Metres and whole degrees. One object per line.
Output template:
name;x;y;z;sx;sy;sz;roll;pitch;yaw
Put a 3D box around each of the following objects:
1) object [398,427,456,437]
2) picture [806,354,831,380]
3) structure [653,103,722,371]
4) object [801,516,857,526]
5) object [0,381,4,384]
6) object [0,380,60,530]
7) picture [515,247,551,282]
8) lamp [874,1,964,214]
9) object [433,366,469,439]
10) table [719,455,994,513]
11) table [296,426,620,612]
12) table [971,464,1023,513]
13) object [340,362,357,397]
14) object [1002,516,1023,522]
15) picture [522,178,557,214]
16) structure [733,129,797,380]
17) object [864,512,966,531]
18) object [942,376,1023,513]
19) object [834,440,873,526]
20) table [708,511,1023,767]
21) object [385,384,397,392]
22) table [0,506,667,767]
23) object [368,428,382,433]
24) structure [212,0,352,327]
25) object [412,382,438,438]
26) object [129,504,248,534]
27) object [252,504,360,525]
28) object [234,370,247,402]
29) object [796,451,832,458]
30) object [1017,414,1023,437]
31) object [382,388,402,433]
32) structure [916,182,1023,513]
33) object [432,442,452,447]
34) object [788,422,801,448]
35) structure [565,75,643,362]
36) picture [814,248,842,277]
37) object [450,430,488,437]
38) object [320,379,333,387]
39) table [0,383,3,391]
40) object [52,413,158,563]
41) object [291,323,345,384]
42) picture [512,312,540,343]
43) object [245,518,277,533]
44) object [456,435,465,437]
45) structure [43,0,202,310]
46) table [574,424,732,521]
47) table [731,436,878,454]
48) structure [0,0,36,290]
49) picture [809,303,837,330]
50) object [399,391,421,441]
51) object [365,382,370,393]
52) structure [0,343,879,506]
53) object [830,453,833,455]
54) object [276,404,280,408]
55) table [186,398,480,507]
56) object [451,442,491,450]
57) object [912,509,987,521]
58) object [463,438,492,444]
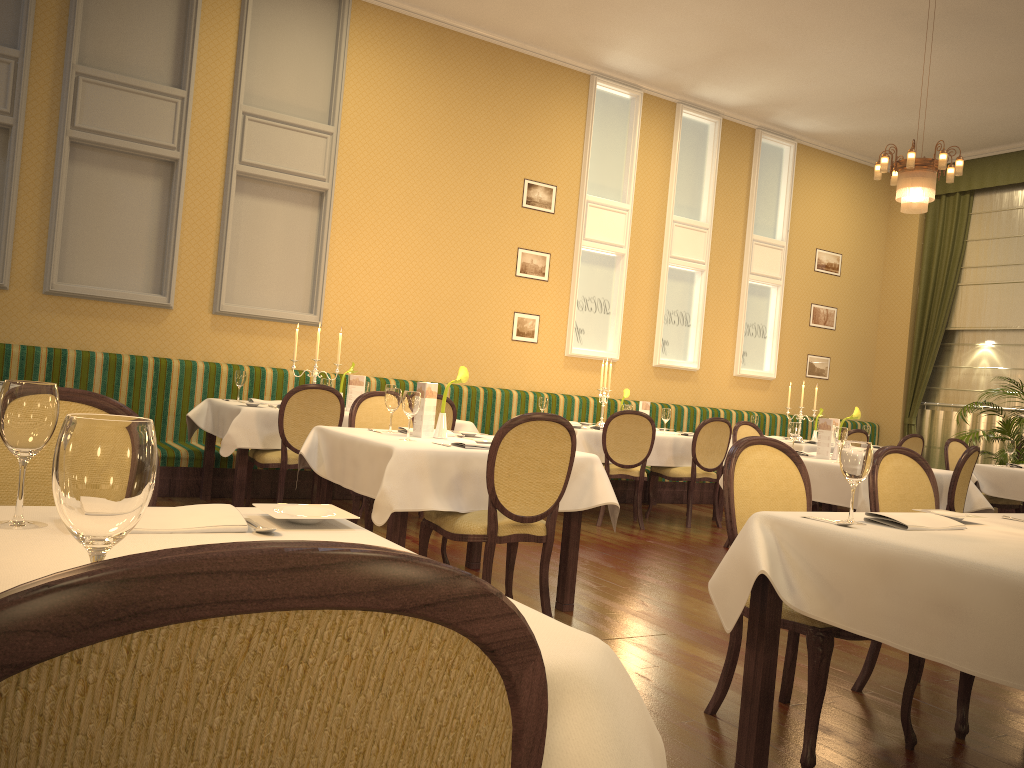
object;-0.450;0.254;4.685;0.273;0.033;0.142;5;0;-31
picture;3.948;-0.217;11.432;0.437;0.294;0.008;5;0;-31
structure;1.992;-1.660;10.186;0.661;2.985;0.200;5;0;-31
object;0.867;0.373;2.434;0.038;0.015;0.181;5;0;-30
object;-3.303;-0.002;5.818;0.160;0.024;0.160;5;0;-31
object;-0.774;0.110;1.408;0.088;0.229;0.088;5;0;17
picture;0.219;-1.224;9.107;0.401;0.294;0.008;5;0;-31
lamp;3.207;-2.236;6.897;0.593;1.796;0.593;5;0;-34
object;-0.309;0.092;4.454;0.163;0.375;0.076;5;0;35
table;2.276;0.901;5.998;1.395;0.759;1.389;5;0;-30
table;-0.307;0.657;4.411;1.395;0.759;1.389;5;0;-30
table;4.567;1.118;7.406;1.395;0.759;1.389;5;0;-30
object;-1.280;0.012;6.830;0.076;0.375;0.163;5;0;40
object;1.713;0.455;2.932;0.017;0.010;0.185;5;0;-30
picture;0.283;-1.926;9.110;0.401;0.294;0.008;5;0;-31
structure;3.070;-1.558;10.848;0.670;2.985;0.200;5;0;-31
object;1.157;0.394;2.543;0.273;0.033;0.142;5;0;-31
object;5.590;0.705;9.581;1.496;1.807;1.552;5;0;39
object;0.955;0.274;2.476;0.088;0.229;0.088;5;0;17
table;1.701;0.835;2.543;2.152;0.759;1.385;5;0;-31
object;-0.899;0.119;6.522;0.088;0.229;0.088;5;0;17
table;-0.863;0.592;0.968;2.152;0.759;1.385;5;0;-31
object;-0.698;0.239;4.537;0.017;0.010;0.185;5;0;-30
structure;-1.984;-2.095;7.740;0.956;3.103;0.200;5;0;-31
object;-0.451;0.130;4.470;0.081;0.277;0.166;5;0;15
object;-0.603;0.228;1.505;0.273;0.033;0.142;5;0;-31
object;-0.390;0.250;1.671;0.160;0.024;0.160;5;0;-31
object;-2.022;0.016;6.583;0.088;0.229;0.088;5;0;17
object;2.133;0.498;6.272;0.273;0.033;0.142;5;0;-31
object;1.596;0.123;2.422;0.390;0.655;0.131;5;0;3
object;-0.621;0.137;4.588;0.088;0.229;0.088;5;0;17
structure;5.838;-0.635;10.906;0.123;4.511;1.942;5;0;-31
object;-0.324;0.272;4.033;0.017;0.010;0.185;5;0;-31
object;1.962;0.381;6.175;0.088;0.229;0.088;5;0;11
structure;0.976;-1.756;9.562;0.687;2.985;0.200;5;0;-31
picture;4.084;-1.567;11.445;0.504;0.294;0.008;5;0;-31
object;-0.237;0.277;4.851;0.160;0.024;0.160;5;0;-31
object;-1.321;0.079;6.274;0.088;0.229;0.088;5;0;17
table;-3.775;0.340;5.114;2.152;0.759;1.385;5;0;-31
object;-0.379;0.144;0.814;0.088;0.229;0.088;5;0;17
object;-1.468;-0.143;6.637;0.390;0.655;0.131;5;0;-12
picture;0.143;-0.577;9.095;0.313;0.294;0.008;5;0;-31
object;-0.454;0.248;1.579;0.038;0.015;0.181;5;0;-30
object;-0.301;0.275;4.759;0.038;0.015;0.181;5;0;-30
structure;-3.064;-2.197;7.076;0.956;3.103;0.200;5;0;-31
table;1.021;0.794;8.061;2.152;0.759;1.385;5;0;-31
table;3.313;1.010;9.470;2.152;0.759;1.385;5;0;-31
structure;-4.069;-2.292;6.459;0.956;3.103;0.200;5;0;-31
picture;4.019;-0.865;11.442;0.504;0.294;0.008;5;0;-31
object;-0.474;0.149;4.120;0.088;0.229;0.088;5;0;17
object;-1.187;0.094;7.090;0.088;0.229;0.088;5;0;17
structure;-1.175;0.460;7.879;14.516;1.031;0.850;5;0;-31
object;2.345;0.521;6.438;0.160;0.024;0.160;5;0;-31
object;-1.480;0.165;6.156;0.273;0.033;0.142;5;0;-31
table;-1.276;0.577;6.650;2.152;0.759;1.385;5;0;-31
object;-0.128;0.285;4.075;0.273;0.024;0.142;5;0;-31
object;1.368;0.417;2.773;0.160;0.024;0.160;5;0;-31
object;-0.137;0.284;4.291;0.160;0.024;0.160;5;0;-31
